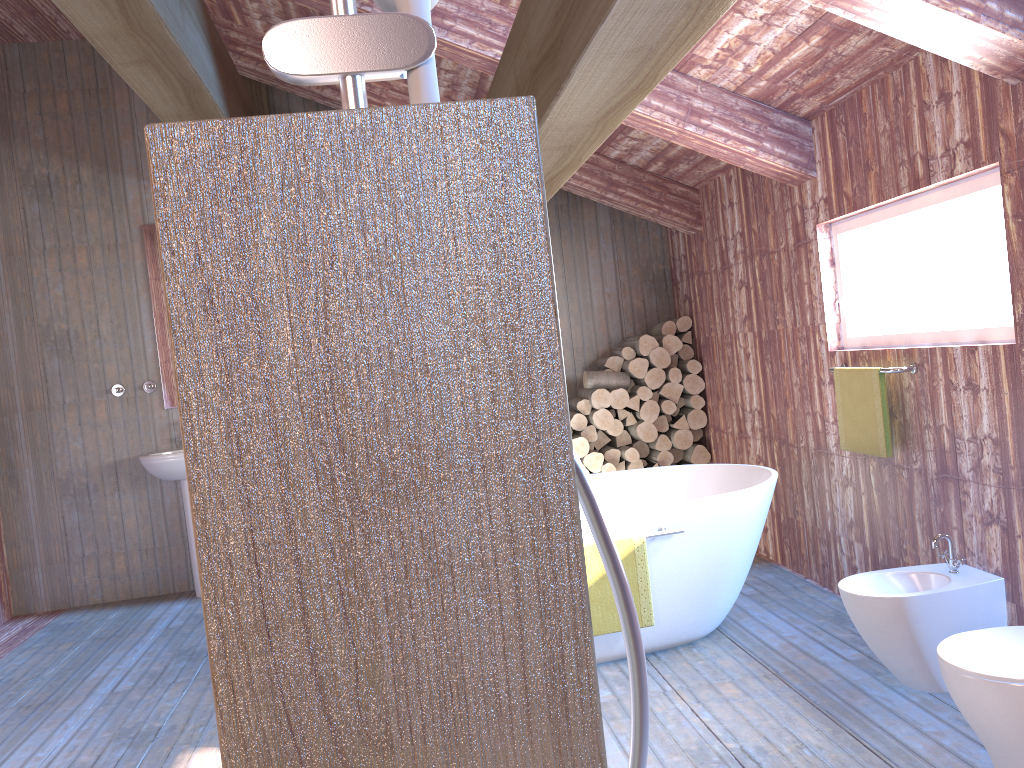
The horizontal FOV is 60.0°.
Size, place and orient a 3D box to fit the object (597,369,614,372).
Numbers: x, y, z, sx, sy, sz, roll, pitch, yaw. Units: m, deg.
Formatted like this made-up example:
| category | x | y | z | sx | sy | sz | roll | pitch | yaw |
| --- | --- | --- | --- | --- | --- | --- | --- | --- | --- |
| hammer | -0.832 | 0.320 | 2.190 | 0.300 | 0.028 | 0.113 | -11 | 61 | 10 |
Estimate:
| category | x | y | z | sx | sy | sz | roll | pitch | yaw |
| --- | --- | --- | --- | --- | --- | --- | --- | --- | --- |
| object | 0.618 | -0.036 | 6.024 | 0.113 | 0.130 | 0.291 | -7 | 2 | -7 |

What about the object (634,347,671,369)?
| category | x | y | z | sx | sy | sz | roll | pitch | yaw |
| --- | --- | --- | --- | --- | --- | --- | --- | --- | --- |
| object | 0.925 | -0.173 | 5.969 | 0.141 | 0.143 | 0.437 | -7 | 2 | -9 |

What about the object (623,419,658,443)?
| category | x | y | z | sx | sy | sz | roll | pitch | yaw |
| --- | --- | --- | --- | --- | --- | --- | --- | --- | --- |
| object | 0.839 | 0.307 | 5.963 | 0.141 | 0.143 | 0.437 | -7 | 2 | -9 |

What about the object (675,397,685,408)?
| category | x | y | z | sx | sy | sz | roll | pitch | yaw |
| --- | --- | --- | --- | --- | --- | --- | --- | --- | --- |
| object | 1.117 | 0.118 | 6.044 | 0.088 | 0.092 | 0.280 | -7 | 2 | -7 |

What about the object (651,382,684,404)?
| category | x | y | z | sx | sy | sz | roll | pitch | yaw |
| --- | --- | --- | --- | --- | --- | --- | --- | --- | --- |
| object | 1.014 | 0.058 | 6.013 | 0.172 | 0.151 | 0.482 | -7 | 2 | -6 |

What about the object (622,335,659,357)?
| category | x | y | z | sx | sy | sz | roll | pitch | yaw |
| --- | --- | --- | --- | --- | --- | --- | --- | --- | --- |
| object | 0.862 | -0.258 | 5.977 | 0.135 | 0.139 | 0.456 | -7 | 2 | -7 |

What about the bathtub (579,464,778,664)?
| category | x | y | z | sx | sy | sz | roll | pitch | yaw |
| --- | --- | --- | --- | --- | --- | --- | --- | --- | --- |
| bathtub | 0.209 | 0.616 | 3.970 | 1.935 | 1.109 | 1.460 | -6 | 2 | 14 |

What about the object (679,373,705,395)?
| category | x | y | z | sx | sy | sz | roll | pitch | yaw |
| --- | --- | --- | --- | --- | --- | --- | --- | --- | --- |
| object | 1.162 | -0.006 | 6.007 | 0.147 | 0.152 | 0.439 | -7 | 2 | -7 |

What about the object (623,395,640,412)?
| category | x | y | z | sx | sy | sz | roll | pitch | yaw |
| --- | --- | --- | --- | --- | --- | --- | --- | --- | --- |
| object | 0.752 | 0.134 | 5.945 | 0.109 | 0.124 | 0.424 | -7 | 2 | -8 |

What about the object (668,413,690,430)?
| category | x | y | z | sx | sy | sz | roll | pitch | yaw |
| --- | --- | --- | --- | --- | --- | --- | --- | --- | --- |
| object | 1.074 | 0.244 | 5.995 | 0.115 | 0.112 | 0.423 | -7 | 2 | -7 |

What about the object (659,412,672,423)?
| category | x | y | z | sx | sy | sz | roll | pitch | yaw |
| --- | --- | --- | --- | --- | --- | --- | --- | --- | --- |
| object | 1.016 | 0.224 | 5.974 | 0.065 | 0.069 | 0.177 | -7 | 2 | -8 |

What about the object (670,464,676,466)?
| category | x | y | z | sx | sy | sz | roll | pitch | yaw |
| --- | --- | --- | --- | --- | --- | --- | --- | --- | --- |
| object | 1.050 | 0.599 | 6.004 | 0.138 | 0.147 | 0.440 | -7 | 2 | -7 |

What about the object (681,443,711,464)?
| category | x | y | z | sx | sy | sz | roll | pitch | yaw |
| --- | --- | --- | --- | --- | --- | --- | --- | --- | --- |
| object | 1.198 | 0.463 | 6.037 | 0.139 | 0.137 | 0.455 | -7 | 2 | -9 |

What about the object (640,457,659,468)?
| category | x | y | z | sx | sy | sz | roll | pitch | yaw |
| --- | --- | --- | --- | --- | --- | --- | --- | --- | --- |
| object | 0.893 | 0.557 | 5.973 | 0.115 | 0.112 | 0.423 | -7 | 2 | -7 |

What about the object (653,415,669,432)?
| category | x | y | z | sx | sy | sz | roll | pitch | yaw |
| --- | --- | --- | --- | --- | --- | --- | --- | --- | --- |
| object | 0.951 | 0.258 | 5.964 | 0.111 | 0.118 | 0.302 | -7 | 2 | -8 |

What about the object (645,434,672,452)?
| category | x | y | z | sx | sy | sz | roll | pitch | yaw |
| --- | --- | --- | --- | --- | --- | --- | --- | --- | --- |
| object | 0.967 | 0.385 | 5.957 | 0.114 | 0.113 | 0.301 | -7 | 2 | -10 |

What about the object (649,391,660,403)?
| category | x | y | z | sx | sy | sz | roll | pitch | yaw |
| --- | --- | --- | --- | --- | --- | --- | --- | --- | --- |
| object | 0.914 | 0.093 | 5.949 | 0.095 | 0.090 | 0.278 | -7 | 2 | -6 |

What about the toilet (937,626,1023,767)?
| category | x | y | z | sx | sy | sz | roll | pitch | yaw |
| --- | --- | --- | --- | --- | --- | --- | --- | --- | --- |
| toilet | 1.412 | 0.886 | 2.327 | 0.534 | 0.400 | 0.375 | -7 | 2 | -7 |

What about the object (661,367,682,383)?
| category | x | y | z | sx | sy | sz | roll | pitch | yaw |
| --- | --- | --- | --- | --- | --- | --- | --- | --- | --- |
| object | 1.037 | -0.061 | 5.984 | 0.089 | 0.106 | 0.437 | -7 | 2 | -7 |

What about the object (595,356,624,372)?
| category | x | y | z | sx | sy | sz | roll | pitch | yaw |
| --- | --- | --- | --- | --- | --- | --- | --- | --- | --- |
| object | 0.662 | -0.126 | 6.030 | 0.140 | 0.121 | 0.319 | -7 | 2 | -6 |

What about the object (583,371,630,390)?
| category | x | y | z | sx | sy | sz | roll | pitch | yaw |
| --- | --- | --- | --- | --- | --- | --- | --- | --- | --- |
| object | 0.620 | -0.025 | 5.825 | 0.302 | 0.157 | 0.121 | -7 | 2 | -7 |

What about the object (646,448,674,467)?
| category | x | y | z | sx | sy | sz | roll | pitch | yaw |
| --- | --- | --- | --- | --- | --- | --- | --- | --- | --- |
| object | 0.981 | 0.492 | 5.957 | 0.116 | 0.117 | 0.289 | -7 | 2 | -10 |

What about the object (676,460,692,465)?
| category | x | y | z | sx | sy | sz | roll | pitch | yaw |
| --- | --- | --- | --- | --- | --- | --- | --- | --- | --- |
| object | 1.221 | 0.567 | 6.076 | 0.114 | 0.113 | 0.301 | -7 | 2 | -10 |

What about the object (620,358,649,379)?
| category | x | y | z | sx | sy | sz | roll | pitch | yaw |
| --- | --- | --- | --- | --- | --- | --- | --- | --- | --- |
| object | 0.792 | -0.111 | 5.969 | 0.139 | 0.148 | 0.458 | -7 | 2 | -7 |

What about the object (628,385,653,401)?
| category | x | y | z | sx | sy | sz | roll | pitch | yaw |
| --- | --- | --- | --- | --- | --- | --- | --- | --- | --- |
| object | 0.832 | 0.053 | 5.955 | 0.102 | 0.109 | 0.438 | -7 | 2 | -7 |

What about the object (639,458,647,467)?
| category | x | y | z | sx | sy | sz | roll | pitch | yaw |
| --- | --- | --- | --- | --- | --- | --- | --- | --- | --- |
| object | 0.862 | 0.526 | 5.955 | 0.054 | 0.056 | 0.146 | -7 | 2 | -7 |

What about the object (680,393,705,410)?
| category | x | y | z | sx | sy | sz | roll | pitch | yaw |
| --- | --- | --- | --- | --- | --- | --- | --- | --- | --- |
| object | 1.184 | 0.111 | 6.008 | 0.102 | 0.109 | 0.438 | -7 | 2 | -7 |

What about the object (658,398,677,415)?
| category | x | y | z | sx | sy | sz | roll | pitch | yaw |
| --- | --- | --- | --- | --- | --- | --- | --- | --- | --- |
| object | 0.993 | 0.143 | 5.980 | 0.102 | 0.109 | 0.438 | -7 | 2 | -7 |

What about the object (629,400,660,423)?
| category | x | y | z | sx | sy | sz | roll | pitch | yaw |
| --- | --- | --- | --- | --- | --- | --- | --- | --- | --- |
| object | 0.868 | 0.179 | 5.966 | 0.136 | 0.157 | 0.439 | -7 | 2 | -7 |

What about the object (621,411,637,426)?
| category | x | y | z | sx | sy | sz | roll | pitch | yaw |
| --- | --- | --- | --- | --- | --- | --- | --- | --- | --- |
| object | 0.766 | 0.223 | 5.956 | 0.085 | 0.096 | 0.280 | -7 | 2 | -7 |

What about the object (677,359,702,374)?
| category | x | y | z | sx | sy | sz | roll | pitch | yaw |
| --- | --- | --- | --- | --- | --- | --- | --- | --- | --- |
| object | 1.162 | -0.120 | 6.001 | 0.102 | 0.109 | 0.438 | -7 | 2 | -7 |

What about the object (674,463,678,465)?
| category | x | y | z | sx | sy | sz | roll | pitch | yaw |
| --- | --- | --- | --- | --- | --- | --- | --- | --- | --- |
| object | 1.143 | 0.583 | 6.059 | 0.088 | 0.092 | 0.280 | -7 | 2 | -8 |

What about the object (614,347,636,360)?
| category | x | y | z | sx | sy | sz | roll | pitch | yaw |
| --- | --- | --- | --- | --- | --- | --- | --- | --- | --- |
| object | 0.753 | -0.204 | 5.933 | 0.094 | 0.097 | 0.227 | -7 | 2 | -7 |

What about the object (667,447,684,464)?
| category | x | y | z | sx | sy | sz | roll | pitch | yaw |
| --- | --- | --- | --- | --- | --- | --- | --- | --- | --- |
| object | 1.074 | 0.476 | 6.099 | 0.118 | 0.106 | 0.319 | -7 | 2 | -10 |

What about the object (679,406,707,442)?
| category | x | y | z | sx | sy | sz | roll | pitch | yaw |
| --- | --- | --- | --- | --- | --- | --- | --- | --- | --- |
| object | 1.190 | 0.277 | 6.021 | 0.137 | 0.256 | 0.439 | -7 | 2 | -7 |

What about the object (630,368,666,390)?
| category | x | y | z | sx | sy | sz | roll | pitch | yaw |
| --- | --- | --- | --- | --- | --- | --- | --- | --- | --- |
| object | 0.901 | -0.033 | 5.968 | 0.143 | 0.151 | 0.440 | -7 | 2 | -7 |

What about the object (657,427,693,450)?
| category | x | y | z | sx | sy | sz | roll | pitch | yaw |
| --- | --- | --- | --- | --- | --- | --- | --- | --- | --- |
| object | 1.085 | 0.361 | 6.006 | 0.137 | 0.133 | 0.437 | -7 | 2 | -9 |

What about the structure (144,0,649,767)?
| category | x | y | z | sx | sy | sz | roll | pitch | yaw |
| --- | --- | --- | --- | --- | --- | --- | --- | --- | --- |
| structure | -0.063 | 0.195 | 0.818 | 0.328 | 2.209 | 0.522 | -6 | 2 | 13 |
